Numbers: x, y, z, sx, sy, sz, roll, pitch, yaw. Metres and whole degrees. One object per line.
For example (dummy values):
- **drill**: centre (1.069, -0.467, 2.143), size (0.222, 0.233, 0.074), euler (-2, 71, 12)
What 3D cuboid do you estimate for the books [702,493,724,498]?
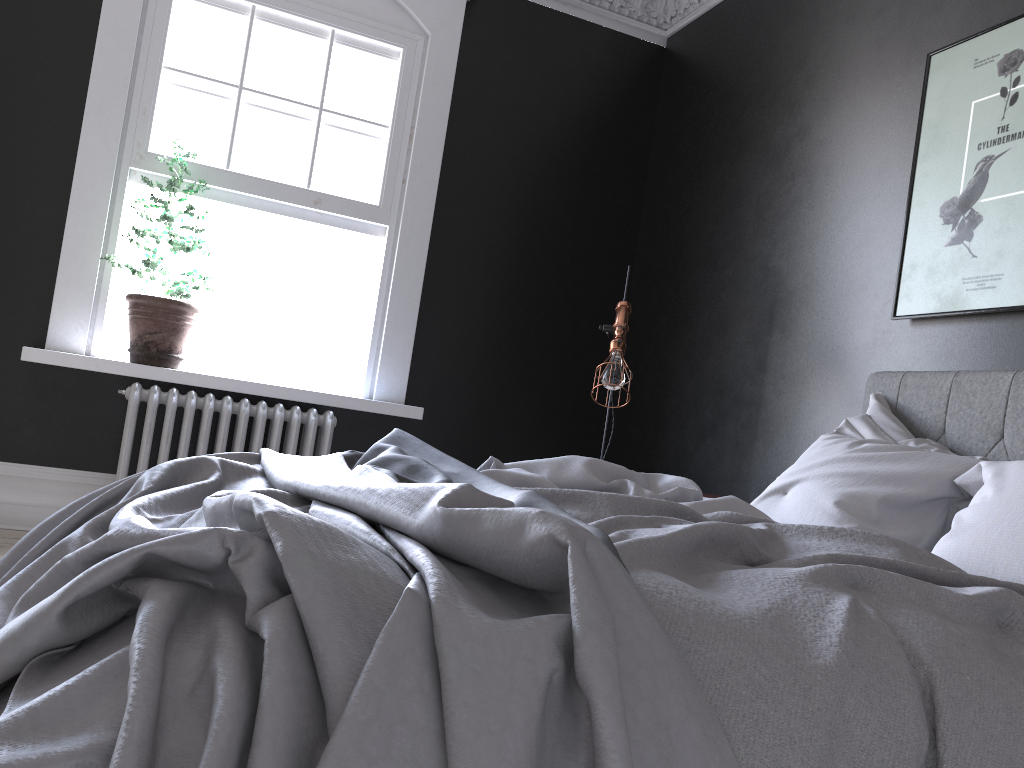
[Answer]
- **books**: centre (0.754, 0.477, 3.680), size (0.275, 0.045, 0.346), euler (8, -3, 9)

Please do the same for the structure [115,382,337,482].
- **structure**: centre (-1.482, 0.483, 4.574), size (1.142, 0.848, 0.276), euler (10, -2, -21)

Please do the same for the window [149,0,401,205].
- **window**: centre (-1.266, -1.515, 4.832), size (1.264, 1.016, 0.056), euler (10, -2, -21)

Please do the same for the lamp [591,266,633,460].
- **lamp**: centre (0.539, 0.296, 4.740), size (0.436, 1.778, 1.720), euler (8, -2, 17)

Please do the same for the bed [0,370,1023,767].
- **bed**: centre (0.232, 0.363, 2.178), size (3.288, 1.297, 2.763), euler (10, -3, -32)

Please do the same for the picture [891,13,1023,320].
- **picture**: centre (1.727, -0.783, 3.157), size (0.014, 1.078, 0.791), euler (9, -2, -21)

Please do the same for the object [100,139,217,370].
- **object**: centre (-1.747, -0.651, 4.510), size (0.474, 1.133, 0.506), euler (8, -2, 19)

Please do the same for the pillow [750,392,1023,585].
- **pillow**: centre (1.304, 0.355, 2.530), size (0.681, 0.759, 1.829), euler (9, -3, -21)
